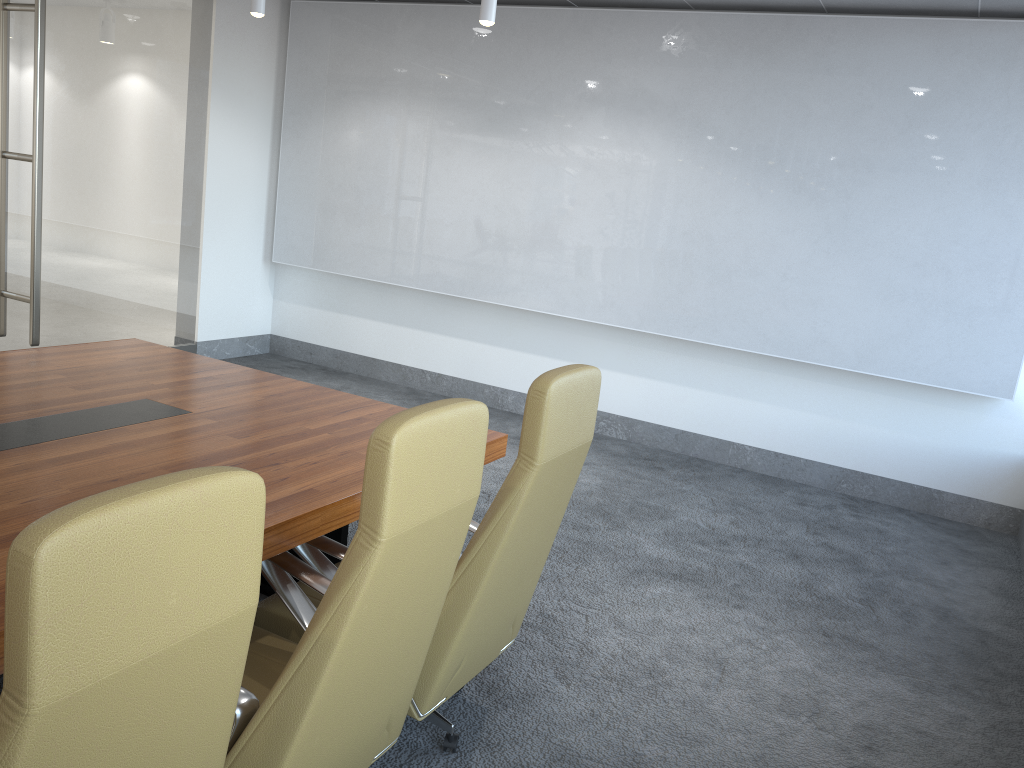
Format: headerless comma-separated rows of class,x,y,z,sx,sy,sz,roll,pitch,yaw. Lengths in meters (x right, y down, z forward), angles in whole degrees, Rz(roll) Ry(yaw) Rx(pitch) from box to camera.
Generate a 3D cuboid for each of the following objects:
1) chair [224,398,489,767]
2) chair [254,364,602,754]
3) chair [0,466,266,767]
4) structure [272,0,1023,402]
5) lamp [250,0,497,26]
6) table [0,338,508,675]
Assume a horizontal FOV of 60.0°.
chair,-0.653,0.643,2.375,0.955,1.406,0.711,13,13,25
chair,-0.300,0.544,3.069,0.955,1.406,0.711,13,13,25
chair,-1.018,0.745,1.660,0.955,1.406,0.711,13,13,25
structure,-2.380,-0.892,1.219,6.600,2.466,13.989,13,13,25
lamp,-2.128,-2.434,0.875,2.619,2.378,7.258,13,13,25
table,-2.553,0.829,1.557,2.300,0.895,6.500,13,13,25
